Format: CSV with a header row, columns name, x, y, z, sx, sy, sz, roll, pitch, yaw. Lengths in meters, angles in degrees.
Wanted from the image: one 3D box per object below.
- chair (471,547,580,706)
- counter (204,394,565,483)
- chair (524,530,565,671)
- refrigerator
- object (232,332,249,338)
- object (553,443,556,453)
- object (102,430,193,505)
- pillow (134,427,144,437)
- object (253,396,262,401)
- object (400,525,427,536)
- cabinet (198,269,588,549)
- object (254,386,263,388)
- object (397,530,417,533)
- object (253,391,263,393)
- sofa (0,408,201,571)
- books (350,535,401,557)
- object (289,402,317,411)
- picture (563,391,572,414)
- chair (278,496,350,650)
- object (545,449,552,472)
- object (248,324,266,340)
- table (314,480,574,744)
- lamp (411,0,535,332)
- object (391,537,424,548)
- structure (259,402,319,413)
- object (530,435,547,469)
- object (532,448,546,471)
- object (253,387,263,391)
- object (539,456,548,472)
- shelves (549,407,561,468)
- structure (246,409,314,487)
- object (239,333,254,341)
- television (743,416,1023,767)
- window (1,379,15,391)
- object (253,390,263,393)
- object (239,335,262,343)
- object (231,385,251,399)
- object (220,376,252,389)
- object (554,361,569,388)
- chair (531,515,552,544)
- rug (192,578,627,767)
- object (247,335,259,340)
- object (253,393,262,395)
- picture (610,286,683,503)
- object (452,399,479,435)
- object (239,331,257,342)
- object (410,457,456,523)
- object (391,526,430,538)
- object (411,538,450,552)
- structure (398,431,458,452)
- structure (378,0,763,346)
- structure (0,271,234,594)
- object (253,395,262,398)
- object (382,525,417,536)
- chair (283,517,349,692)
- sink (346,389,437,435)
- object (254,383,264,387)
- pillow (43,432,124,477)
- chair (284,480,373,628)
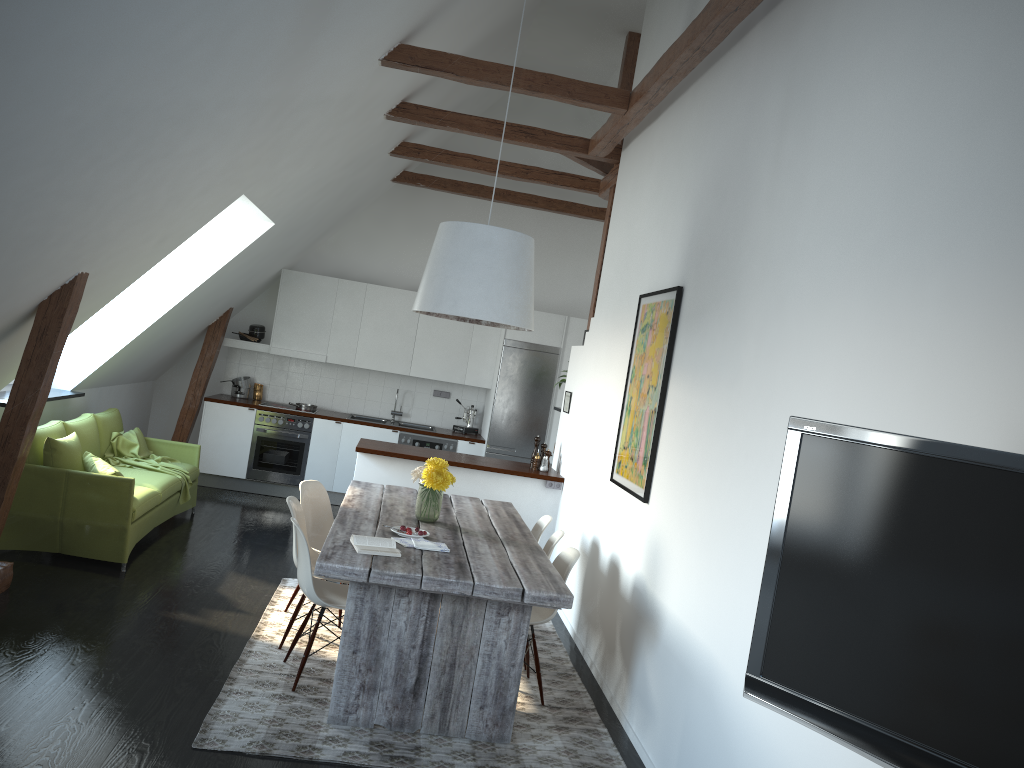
name,x,y,z,sx,sy,sz,roll,pitch,yaw
chair,0.037,1.263,4.818,0.542,0.801,0.465,9,1,-11
counter,-1.404,0.451,8.467,3.365,0.038,3.085,9,1,-7
chair,-0.014,1.244,5.351,0.542,0.801,0.465,9,1,-1
refrigerator,0.068,0.489,9.420,0.609,1.868,0.031,9,1,-7
object,-2.896,-0.513,9.601,0.357,0.075,0.244,9,1,-36
object,0.559,0.619,8.044,0.287,0.101,0.329,9,1,-12
object,-2.995,0.679,7.408,0.722,0.493,0.711,9,1,-12
pillow,-3.202,0.529,7.503,0.210,0.275,0.462,9,1,-9
object,-2.794,0.158,9.736,0.100,0.036,0.100,9,1,-10
object,-0.515,0.763,4.607,0.132,0.034,0.144,9,1,-35
cabinet,-0.940,0.243,8.538,4.208,2.369,3.033,9,1,-7
object,-2.784,0.041,9.730,0.100,0.036,0.100,10,1,22
object,-0.544,0.767,4.592,0.110,0.011,0.058,9,1,-3
object,-2.791,0.098,9.736,0.099,0.043,0.100,9,1,-19
sofa,-3.044,0.706,6.765,0.898,0.825,2.093,9,1,-8
books,-0.642,0.755,4.173,0.202,0.042,0.251,9,1,-19
object,-2.272,0.233,9.555,0.351,0.061,0.232,9,1,-33
picture,0.471,0.154,7.522,0.023,0.182,0.250,9,1,-7
chair,-1.067,1.076,5.039,0.542,0.801,0.465,9,1,-6
object,0.294,0.639,7.439,0.058,0.184,0.058,9,1,-10
object,-2.773,-0.565,9.638,0.190,0.166,0.200,8,2,-44
table,-0.479,1.180,5.036,1.141,0.788,2.421,9,1,-7
lamp,0.027,-1.738,5.001,0.697,2.813,0.757,10,2,43
object,-0.489,0.788,4.419,0.182,0.014,0.185,9,1,-33
structure,-2.373,0.269,9.461,0.574,0.041,0.504,9,1,-7
object,0.230,0.578,7.486,0.123,0.283,0.061,9,1,-7
object,0.221,0.624,7.403,0.080,0.192,0.058,9,1,-23
object,-2.786,0.058,9.731,0.100,0.036,0.100,8,1,-40
object,0.270,0.661,7.368,0.069,0.135,0.069,9,1,-32
shelves,0.689,0.540,8.023,0.660,0.553,0.408,9,1,-7
structure,-2.435,0.656,9.483,0.583,0.725,0.749,9,1,-7
object,-2.853,-0.507,9.515,0.065,0.065,0.332,8,1,-40
television,1.082,0.481,1.760,0.537,0.652,1.005,8,1,-42
window,-0.157,-1.452,3.577,5.959,4.249,8.018,9,1,-7
object,-2.789,0.076,9.735,0.099,0.057,0.101,9,1,5
object,-2.823,-0.486,9.572,0.243,0.056,0.350,9,1,-18
object,-2.925,0.079,9.614,0.200,0.154,0.348,9,1,-27
object,-3.011,-0.015,9.631,0.371,0.169,0.203,9,1,-35
object,0.636,0.004,8.089,0.493,0.486,0.506,10,1,13
chair,-0.068,1.226,5.821,0.542,0.801,0.465,9,1,-6
rug,-0.527,1.563,5.026,1.898,0.022,2.677,9,1,-7
object,-2.820,-0.507,9.573,0.335,0.031,0.065,10,1,40
object,-2.792,0.118,9.735,0.099,0.051,0.099,9,1,-21
picture,0.766,0.044,5.164,0.036,1.181,0.808,9,1,-7
object,-0.526,0.362,9.895,0.206,0.370,0.353,10,1,40
object,-2.841,-0.512,9.525,0.331,0.077,0.061,10,1,41
object,-0.456,0.602,5.066,0.233,0.365,0.293,9,1,-36
object,-0.529,0.774,4.596,0.205,0.024,0.205,9,1,-15
object,-0.406,0.801,4.413,0.182,0.016,0.179,9,1,-12
structure,-0.959,0.893,9.578,0.612,0.725,0.582,9,1,-7
structure,2.774,-1.638,2.069,10.230,3.562,15.910,9,1,-1
structure,-2.846,0.246,3.174,1.023,1.963,12.350,9,1,-7
object,-2.792,0.136,9.735,0.100,0.048,0.099,10,1,11
object,-0.580,0.755,4.583,0.194,0.022,0.019,10,1,9
chair,-0.918,1.111,4.533,0.542,0.801,0.465,9,1,-21
sink,-1.285,0.317,9.664,0.963,0.519,0.671,9,1,-7
object,-2.779,0.022,9.729,0.100,0.047,0.099,9,1,-11
pillow,-2.824,0.559,6.011,0.600,0.387,0.475,9,1,-10
chair,-1.130,1.055,5.612,0.542,0.801,0.465,10,1,19
